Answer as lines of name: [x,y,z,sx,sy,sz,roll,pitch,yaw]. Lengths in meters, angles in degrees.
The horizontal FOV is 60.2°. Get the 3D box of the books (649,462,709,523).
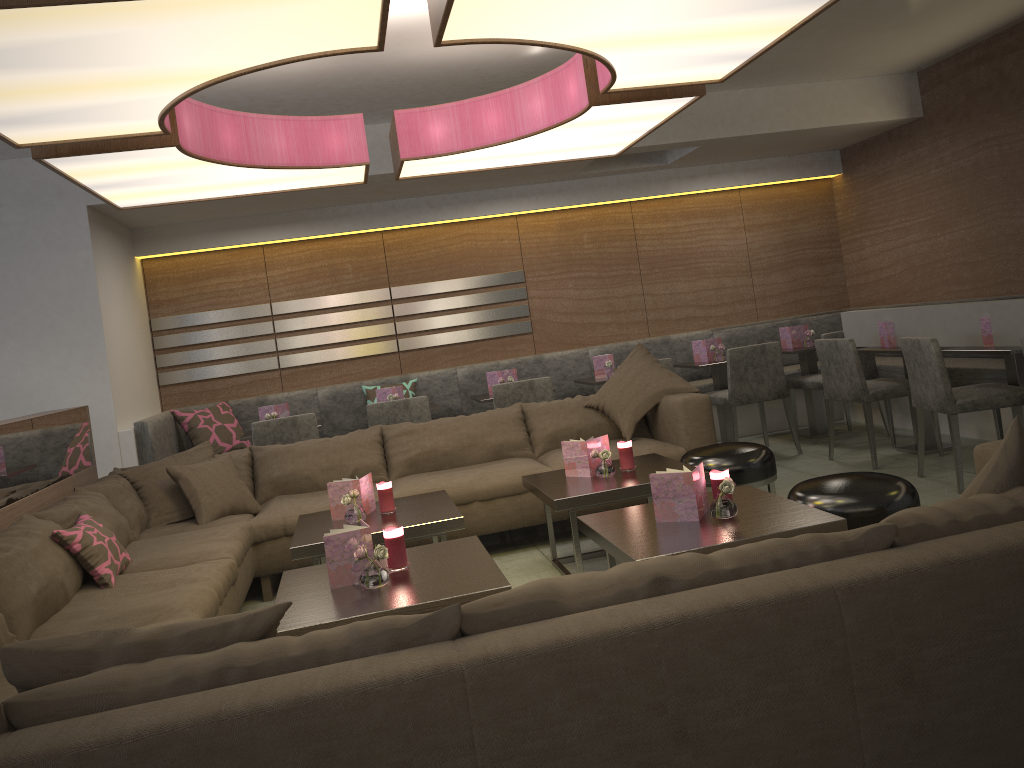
books: [0.556,0.360,2.929,0.142,0.164,0.158,-7,2,25]

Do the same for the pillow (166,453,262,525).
pillow: [-1.447,0.522,4.319,0.234,0.322,0.382,-7,2,34]

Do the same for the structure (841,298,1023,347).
structure: [2.502,-0.322,4.735,0.095,0.231,2.488,-8,4,-10]

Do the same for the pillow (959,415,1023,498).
pillow: [1.056,0.252,1.906,0.534,0.404,0.278,-9,1,-22]

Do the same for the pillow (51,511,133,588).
pillow: [-1.555,0.615,3.296,0.181,0.252,0.463,-8,3,-15]

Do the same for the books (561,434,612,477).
books: [0.335,0.322,3.950,0.142,0.164,0.158,-7,2,45]

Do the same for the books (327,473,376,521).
books: [-0.680,0.480,3.757,0.143,0.164,0.158,-8,2,10]

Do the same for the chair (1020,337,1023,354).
chair: [2.504,0.144,3.662,0.493,0.762,0.476,-8,1,-13]

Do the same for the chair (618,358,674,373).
chair: [0.852,0.227,5.896,0.478,0.762,0.491,-8,1,-14]

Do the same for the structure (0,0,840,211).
structure: [-0.459,-1.242,3.126,2.451,0.618,2.442,-9,4,-10]

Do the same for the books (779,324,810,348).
books: [2.109,-0.352,6.590,0.158,0.164,0.143,-9,1,-15]

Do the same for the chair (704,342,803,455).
chair: [1.594,0.113,6.019,0.478,0.762,0.491,-8,1,-11]

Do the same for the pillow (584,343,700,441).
pillow: [0.694,0.038,4.850,0.620,0.513,0.299,-8,1,3]

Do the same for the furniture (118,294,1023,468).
furniture: [0.606,0.277,4.963,5.658,0.853,4.256,-9,4,-11]

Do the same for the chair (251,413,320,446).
chair: [-1.376,0.572,5.468,0.478,0.762,0.491,-8,1,-18]

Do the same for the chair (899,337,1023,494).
chair: [2.347,0.108,4.511,0.492,0.762,0.477,-8,1,2]

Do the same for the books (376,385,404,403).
books: [-0.826,0.104,6.018,0.143,0.164,0.158,-8,2,10]

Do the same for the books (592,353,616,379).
books: [0.661,-0.127,6.303,0.143,0.164,0.158,-8,2,10]

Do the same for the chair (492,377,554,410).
chair: [0.081,0.346,5.754,0.477,0.762,0.492,-8,1,-8]

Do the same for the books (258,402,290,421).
books: [-1.575,0.220,5.874,0.143,0.164,0.158,-8,2,10]

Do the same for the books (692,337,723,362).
books: [1.429,-0.246,6.451,0.158,0.164,0.142,-9,2,-30]

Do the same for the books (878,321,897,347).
books: [2.376,-0.313,5.464,0.157,0.164,0.143,-8,1,5]

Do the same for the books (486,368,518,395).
books: [-0.065,-0.014,6.164,0.142,0.164,0.158,-7,2,45]

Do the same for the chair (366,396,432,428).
chair: [-0.665,0.461,5.617,0.477,0.762,0.492,-8,1,-4]

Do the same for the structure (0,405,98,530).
structure: [-1.970,0.706,2.876,0.224,1.006,3.773,-8,3,-10]

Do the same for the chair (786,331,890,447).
chair: [2.263,0.006,6.195,0.478,0.762,0.491,-8,1,-13]

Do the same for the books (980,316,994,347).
books: [2.558,-0.282,4.623,0.142,0.164,0.158,-7,2,45]

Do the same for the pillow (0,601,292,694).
pillow: [-0.635,0.567,1.606,0.496,0.339,0.311,-9,2,-16]

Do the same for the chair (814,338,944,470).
chair: [2.197,0.073,5.348,0.493,0.762,0.476,-8,1,-12]

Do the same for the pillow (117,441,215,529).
pillow: [-1.645,0.516,4.396,0.529,0.394,0.290,-10,2,-42]

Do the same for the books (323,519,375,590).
books: [-0.470,0.519,2.732,0.142,0.164,0.259,-7,3,43]
